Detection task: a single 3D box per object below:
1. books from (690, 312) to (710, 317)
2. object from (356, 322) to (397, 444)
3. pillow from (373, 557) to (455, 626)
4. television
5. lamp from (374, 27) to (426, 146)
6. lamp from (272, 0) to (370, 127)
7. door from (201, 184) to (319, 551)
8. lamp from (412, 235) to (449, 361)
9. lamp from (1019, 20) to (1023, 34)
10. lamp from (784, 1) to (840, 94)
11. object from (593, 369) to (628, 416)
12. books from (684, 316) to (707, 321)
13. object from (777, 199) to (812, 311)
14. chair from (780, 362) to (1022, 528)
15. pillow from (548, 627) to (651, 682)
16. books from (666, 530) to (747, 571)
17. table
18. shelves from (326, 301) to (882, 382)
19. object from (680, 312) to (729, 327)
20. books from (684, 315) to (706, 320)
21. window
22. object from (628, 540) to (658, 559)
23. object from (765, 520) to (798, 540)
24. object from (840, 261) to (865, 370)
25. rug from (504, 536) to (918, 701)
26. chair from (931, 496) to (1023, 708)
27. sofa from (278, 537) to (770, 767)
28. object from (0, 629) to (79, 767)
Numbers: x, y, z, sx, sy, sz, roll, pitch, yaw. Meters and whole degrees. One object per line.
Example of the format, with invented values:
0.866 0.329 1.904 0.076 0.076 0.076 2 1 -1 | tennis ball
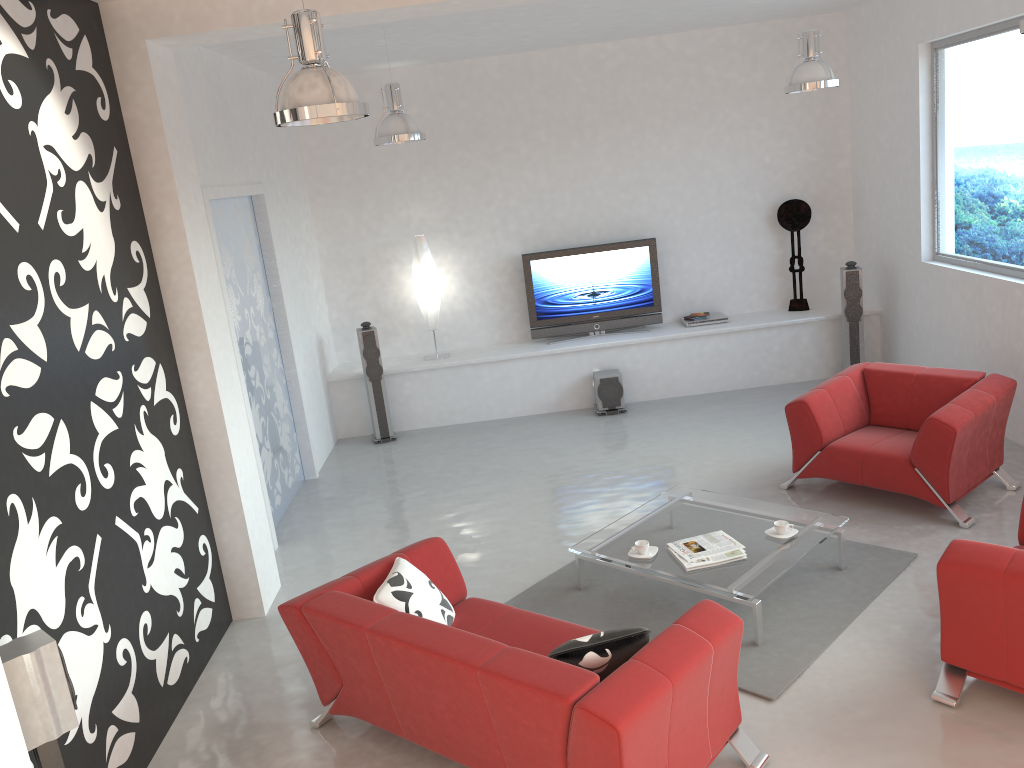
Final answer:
1.927 -0.712 9.089 0.190 0.015 0.135 -5 14 10 | books
-1.331 -0.027 8.602 0.255 1.184 0.273 -11 14 -14 | object
-0.440 1.022 4.059 0.288 0.343 0.402 -5 14 8 | pillow
0.825 -0.945 9.043 1.356 0.919 0.343 -7 14 1 | television
-0.861 -2.145 6.367 0.379 0.800 0.379 -8 14 -3 | lamp
-0.806 -1.437 3.453 0.379 0.800 0.379 -9 14 -6 | lamp
-1.976 -0.214 6.809 0.240 2.550 1.600 -7 14 1 | door
-0.842 -0.876 8.943 0.263 1.239 0.263 -9 14 -7 | lamp
2.180 -1.808 3.419 0.379 0.800 0.379 0 16 29 | lamp
2.125 -2.516 6.334 0.379 0.800 0.379 4 18 39 | lamp
0.949 0.080 8.700 0.336 0.374 0.337 -7 14 1 | object
1.880 -0.677 9.099 0.190 0.015 0.135 -16 16 -33 | books
2.884 -1.304 8.995 0.331 1.130 0.108 -1 15 25 | object
2.603 0.346 5.992 0.951 0.738 1.288 -18 17 -38 | chair
0.327 1.081 3.424 0.402 0.343 0.288 -9 14 -7 | pillow
1.053 0.895 4.803 0.367 0.035 0.345 -9 14 -9 | books
1.130 0.984 5.077 1.162 0.286 1.097 6 19 44 | table
0.892 -0.451 9.044 5.500 0.050 0.650 -7 14 1 | shelves
1.977 -0.667 9.131 0.430 0.045 0.352 -7 14 1 | object
1.878 -0.692 9.098 0.190 0.015 0.135 -12 14 -19 | books
3.633 -1.670 6.355 0.100 1.800 2.400 -7 14 1 | window
0.718 0.904 4.868 0.153 0.069 0.153 0 15 26 | object
1.486 0.800 4.896 0.153 0.069 0.153 -16 16 -32 | object
3.281 -0.598 8.546 0.255 1.184 0.273 -3 14 15 | object
1.139 1.127 5.103 1.700 0.025 1.700 6 19 44 | rug
2.521 0.894 3.798 1.288 0.738 0.951 -18 17 -38 | chair
-0.020 1.222 3.776 1.929 0.738 0.951 4 18 39 | sofa
-1.557 1.402 3.045 0.214 1.112 0.229 6 19 44 | object
